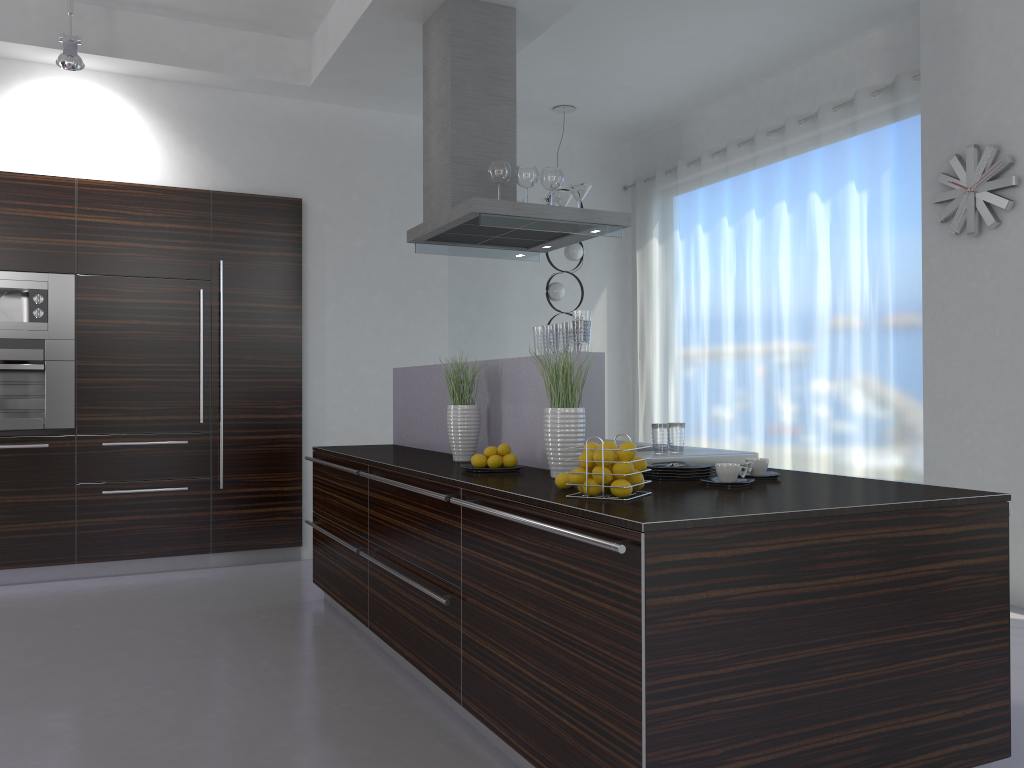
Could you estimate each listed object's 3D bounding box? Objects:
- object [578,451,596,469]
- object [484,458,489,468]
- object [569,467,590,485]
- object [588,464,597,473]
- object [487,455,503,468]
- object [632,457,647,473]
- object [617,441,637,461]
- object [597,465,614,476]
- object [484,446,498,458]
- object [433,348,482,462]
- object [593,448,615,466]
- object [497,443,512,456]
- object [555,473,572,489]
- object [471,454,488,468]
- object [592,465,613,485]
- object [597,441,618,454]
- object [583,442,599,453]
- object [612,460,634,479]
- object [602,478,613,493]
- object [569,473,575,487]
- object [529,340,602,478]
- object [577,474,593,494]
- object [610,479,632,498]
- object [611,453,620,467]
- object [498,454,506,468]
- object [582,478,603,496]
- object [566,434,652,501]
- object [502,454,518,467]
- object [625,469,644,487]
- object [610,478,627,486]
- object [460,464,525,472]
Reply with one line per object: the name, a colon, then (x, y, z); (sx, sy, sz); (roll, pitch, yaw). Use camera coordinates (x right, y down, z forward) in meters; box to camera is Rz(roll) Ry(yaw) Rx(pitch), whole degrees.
object: (0.216, 0.219, 2.548); (0.053, 0.052, 0.061); (0, -1, -12)
object: (-0.098, 0.300, 3.443); (0.053, 0.051, 0.063); (0, -1, -22)
object: (0.192, 0.265, 2.536); (0.061, 0.054, 0.052); (-1, -1, 41)
object: (0.232, 0.241, 2.599); (0.062, 0.053, 0.052); (-1, -1, 36)
object: (-0.065, 0.296, 3.364); (0.061, 0.054, 0.052); (-1, -1, 41)
object: (0.365, 0.240, 2.598); (0.060, 0.055, 0.053); (0, -1, 18)
object: (0.326, 0.193, 2.518); (0.059, 0.060, 0.050); (0, -1, -26)
object: (0.261, 0.254, 2.536); (0.062, 0.053, 0.051); (0, -1, -18)
object: (-0.080, 0.262, 3.405); (0.053, 0.047, 0.061); (0, -1, -23)
object: (-0.237, 0.087, 3.892); (0.247, 0.502, 0.269); (0, -1, -25)
object: (0.260, 0.207, 2.509); (0.063, 0.053, 0.051); (0, -1, -13)
object: (-0.029, 0.251, 3.394); (0.053, 0.048, 0.063); (-1, -1, 30)
object: (0.161, 0.300, 2.740); (0.053, 0.051, 0.063); (0, -1, -22)
object: (-0.124, 0.295, 3.390); (0.060, 0.058, 0.070); (0, -1, -27)
object: (0.255, 0.257, 2.506); (0.061, 0.055, 0.051); (-1, -1, 44)
object: (0.277, 0.192, 2.577); (0.063, 0.053, 0.051); (0, -1, -24)
object: (0.236, 0.196, 2.620); (0.053, 0.051, 0.063); (0, -1, 22)
object: (0.314, 0.242, 2.502); (0.061, 0.054, 0.053); (0, -1, 21)
object: (0.270, 0.286, 2.580); (0.052, 0.060, 0.057); (0, -1, -20)
object: (0.187, 0.300, 2.799); (0.053, 0.051, 0.063); (-1, -1, 33)
object: (0.170, 0.078, 3.101); (0.269, 0.502, 0.247); (0, -1, 17)
object: (0.227, 0.292, 2.580); (0.074, 0.063, 0.064); (0, -1, -5)
object: (0.305, 0.292, 2.477); (0.062, 0.052, 0.053); (0, -1, 14)
object: (0.315, 0.224, 2.555); (0.061, 0.051, 0.055); (0, -1, -31)
object: (-0.039, 0.297, 3.416); (0.071, 0.060, 0.057); (0, -1, -24)
object: (0.231, 0.293, 2.522); (0.063, 0.053, 0.051); (0, -1, -18)
object: (0.282, 0.235, 2.567); (0.189, 0.174, 0.207); (-1, -1, 29)
object: (-0.008, 0.291, 3.374); (0.063, 0.053, 0.051); (0, -1, 15)
object: (0.348, 0.271, 2.556); (0.062, 0.053, 0.052); (0, -1, 11)
object: (0.310, 0.295, 2.536); (0.061, 0.055, 0.050); (0, -1, 20)
object: (-0.076, 0.323, 3.410); (0.232, 0.020, 0.232); (0, -1, -17)
